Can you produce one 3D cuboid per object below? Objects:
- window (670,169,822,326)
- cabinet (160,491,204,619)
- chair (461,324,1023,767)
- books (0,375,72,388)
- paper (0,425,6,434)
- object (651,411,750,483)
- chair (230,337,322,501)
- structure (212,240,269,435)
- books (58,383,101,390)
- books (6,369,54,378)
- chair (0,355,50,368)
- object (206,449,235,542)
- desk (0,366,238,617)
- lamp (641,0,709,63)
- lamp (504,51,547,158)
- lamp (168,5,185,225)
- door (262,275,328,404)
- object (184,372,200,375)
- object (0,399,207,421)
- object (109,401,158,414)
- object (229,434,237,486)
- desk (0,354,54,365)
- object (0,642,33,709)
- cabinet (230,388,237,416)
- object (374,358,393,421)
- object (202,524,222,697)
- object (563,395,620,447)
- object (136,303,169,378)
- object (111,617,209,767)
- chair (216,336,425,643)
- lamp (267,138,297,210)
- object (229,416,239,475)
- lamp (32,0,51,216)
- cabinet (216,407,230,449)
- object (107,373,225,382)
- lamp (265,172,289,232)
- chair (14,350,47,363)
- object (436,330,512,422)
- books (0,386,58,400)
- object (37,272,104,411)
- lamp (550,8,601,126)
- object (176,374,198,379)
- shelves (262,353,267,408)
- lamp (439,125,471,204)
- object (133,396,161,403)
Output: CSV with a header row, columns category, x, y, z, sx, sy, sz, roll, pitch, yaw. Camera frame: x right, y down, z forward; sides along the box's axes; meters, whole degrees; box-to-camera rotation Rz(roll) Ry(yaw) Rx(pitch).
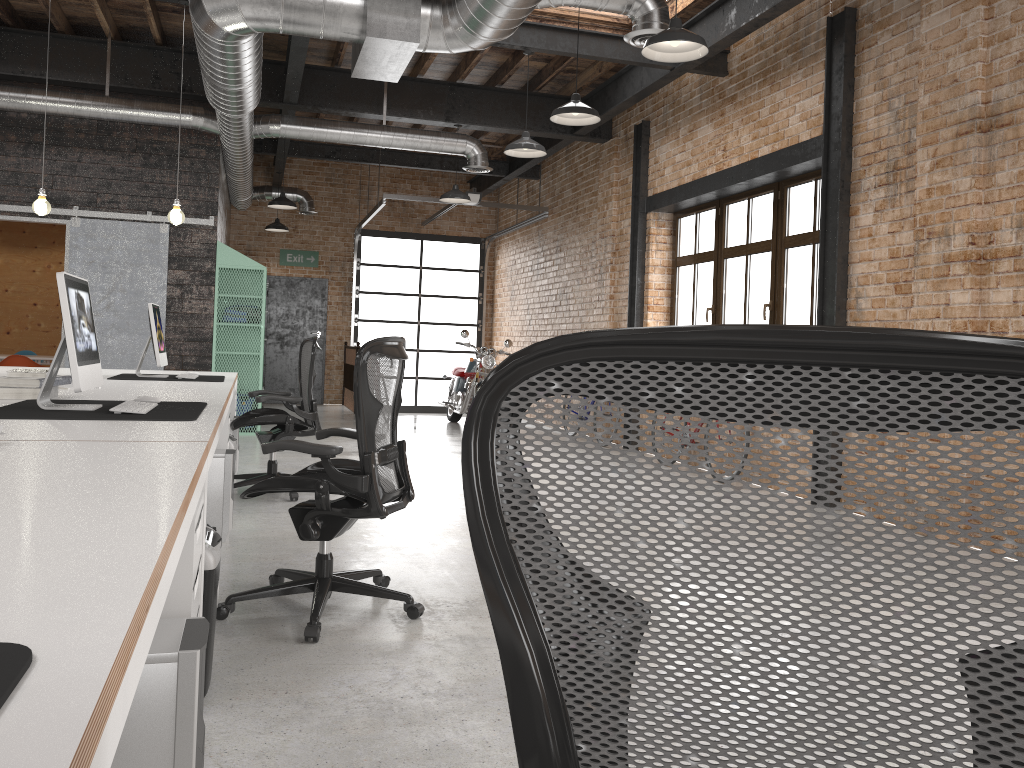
category,x,y,z,sx,sy,sz,roll,pitch,yaw
window,2.907,-0.802,5.365,0.147,1.691,8.643,2,2,-16
cabinet,-0.991,0.611,2.089,0.459,0.648,0.388,2,0,-16
chair,0.159,0.499,0.513,0.770,1.086,0.792,2,0,7
books,-2.043,-0.014,3.788,0.193,0.044,0.257,2,2,1
paper,-1.954,0.089,2.142,1.076,0.105,0.975,4,3,38
object,1.631,0.275,7.852,0.401,1.040,1.739,2,1,-22
chair,-1.621,0.206,6.099,0.792,1.086,0.771,2,1,-38
structure,-3.105,-0.521,10.142,0.556,2.101,1.118,2,0,-16
books,-2.264,0.012,4.505,0.243,0.019,0.205,3,2,21
books,-2.057,-0.046,3.786,0.153,0.030,0.185,1,2,-18
chair,-5.624,0.048,10.161,0.617,0.778,0.581,2,1,-22
object,-1.735,0.579,4.616,0.541,0.455,0.221,2,0,-16
desk,-2.672,0.388,4.546,2.311,0.769,5.115,1,2,-16
lamp,0.903,-2.237,4.835,0.362,0.856,0.362,2,0,6
lamp,0.127,-2.374,7.480,0.362,0.856,0.362,2,0,1
lamp,-2.514,-2.043,6.715,0.123,1.679,0.123,2,-1,-19
door,-3.592,-0.723,14.672,0.997,2.100,0.218,2,-1,-16
object,-2.261,-0.074,6.255,0.106,0.028,0.059,1,2,-18
object,-1.513,0.094,3.288,0.687,0.008,0.849,1,2,-16
object,-1.397,0.086,3.283,0.118,0.017,0.439,1,2,-16
object,-1.801,0.540,5.355,0.250,0.466,0.338,2,0,-16
desk,-5.942,0.022,11.076,1.998,0.731,0.999,2,1,-16
object,-0.637,0.248,0.301,0.687,0.008,0.849,1,2,-16
cabinet,-2.428,0.359,6.988,0.459,0.648,0.388,2,0,-16
object,-1.982,0.030,12.970,0.410,1.033,1.735,2,2,-10
object,-1.016,0.677,2.677,0.250,0.466,0.338,2,0,-16
object,0.904,0.147,10.332,0.401,1.040,1.739,2,1,-22
object,-2.387,-0.291,5.903,0.189,0.485,0.484,2,1,-16
object,-0.887,0.727,1.727,0.541,0.455,0.221,2,0,-16
chair,-0.721,0.346,3.462,0.792,1.086,0.771,2,0,-8
lamp,-2.833,-2.868,11.028,0.361,1.339,0.362,2,0,-39
object,-2.337,0.473,6.671,0.541,0.455,0.221,2,0,-16
lamp,-3.396,-2.065,6.456,0.123,1.679,0.123,2,-1,-19
cabinet,-1.825,0.465,4.932,0.459,0.648,0.388,2,0,-16
object,-2.292,-0.043,5.943,0.687,0.008,0.849,1,2,-17
lamp,-3.529,-2.990,13.398,0.361,1.339,0.362,2,0,-39
chair,-6.620,-0.061,11.931,0.617,0.778,0.581,2,1,-22
object,-0.541,-0.075,12.458,0.812,1.360,2.179,2,1,-29
books,-2.062,0.033,3.767,0.200,0.050,0.272,1,2,-19
object,-1.609,-0.154,3.248,0.189,0.485,0.484,2,1,-16
lamp,0.476,-2.567,6.326,0.362,1.363,0.362,2,0,-9
object,-2.176,-0.051,5.939,0.118,0.017,0.439,1,2,-16
shelves,-3.531,0.024,11.592,0.567,0.855,0.986,2,1,-16
lamp,-0.629,-2.506,10.058,0.361,0.856,0.362,2,0,-39
object,-1.482,0.063,3.600,0.106,0.028,0.059,1,2,-18
